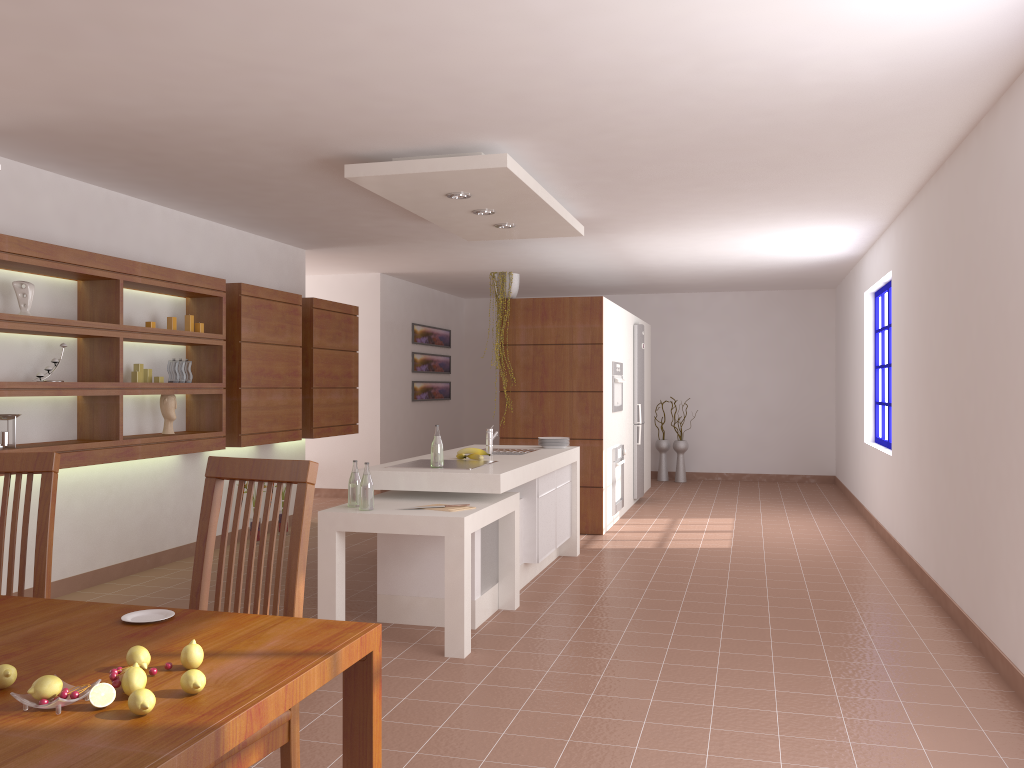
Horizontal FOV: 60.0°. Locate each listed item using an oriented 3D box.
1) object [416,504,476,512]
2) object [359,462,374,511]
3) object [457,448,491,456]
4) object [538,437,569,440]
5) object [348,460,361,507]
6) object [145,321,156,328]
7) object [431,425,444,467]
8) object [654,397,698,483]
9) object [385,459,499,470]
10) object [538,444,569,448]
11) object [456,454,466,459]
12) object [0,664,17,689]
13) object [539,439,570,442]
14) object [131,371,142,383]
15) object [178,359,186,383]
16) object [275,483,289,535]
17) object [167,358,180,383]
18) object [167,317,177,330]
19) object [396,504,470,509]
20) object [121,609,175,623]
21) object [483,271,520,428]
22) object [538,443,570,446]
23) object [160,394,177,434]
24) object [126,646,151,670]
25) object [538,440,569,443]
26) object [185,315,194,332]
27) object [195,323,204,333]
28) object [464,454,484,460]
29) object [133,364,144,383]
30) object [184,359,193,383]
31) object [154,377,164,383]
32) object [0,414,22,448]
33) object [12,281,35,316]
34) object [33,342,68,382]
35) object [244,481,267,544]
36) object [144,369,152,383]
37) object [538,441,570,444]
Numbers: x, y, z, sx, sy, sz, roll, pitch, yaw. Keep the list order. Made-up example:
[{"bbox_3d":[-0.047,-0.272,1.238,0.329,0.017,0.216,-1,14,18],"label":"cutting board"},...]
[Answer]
[{"bbox_3d":[-0.329,0.608,4.361,0.266,0.006,0.168,0,0,32],"label":"object"},{"bbox_3d":[-0.703,0.495,4.294,0.071,0.230,0.071,0,0,-4],"label":"object"},{"bbox_3d":[-0.232,0.416,5.422,0.207,0.055,0.047,0,0,-8],"label":"object"},{"bbox_3d":[0.304,0.402,6.452,0.228,0.020,0.228,0,0,-3],"label":"object"},{"bbox_3d":[-0.781,0.496,4.416,0.071,0.230,0.071,0,0,-4],"label":"object"},{"bbox_3d":[-2.261,-0.373,5.545,0.044,0.049,0.044,0,0,15],"label":"object"},{"bbox_3d":[-0.409,0.338,4.846,0.071,0.230,0.071,0,0,-4],"label":"object"},{"bbox_3d":[2.163,0.721,11.554,0.655,1.112,0.284,0,0,34],"label":"object"},{"bbox_3d":[-0.387,0.457,5.053,0.493,0.006,0.551,0,0,15],"label":"object"},{"bbox_3d":[0.304,0.453,6.452,0.228,0.020,0.228,0,0,-3],"label":"object"},{"bbox_3d":[-0.313,0.444,5.447,0.060,0.033,0.207,0,0,-5],"label":"object"},{"bbox_3d":[-0.850,0.489,1.484,0.041,0.041,0.042,0,0,1],"label":"object"},{"bbox_3d":[0.304,0.412,6.452,0.228,0.020,0.228,0,0,-3],"label":"object"},{"bbox_3d":[-2.360,-0.043,5.573,0.044,0.070,0.044,0,0,15],"label":"object"},{"bbox_3d":[-2.249,-0.089,6.006,0.054,0.165,0.065,0,0,31],"label":"object"},{"bbox_3d":[-1.920,0.992,7.437,0.087,0.546,0.296,0,0,15],"label":"object"},{"bbox_3d":[-2.276,-0.090,5.961,0.054,0.165,0.065,0,0,31],"label":"object"},{"bbox_3d":[-2.228,-0.397,5.807,0.044,0.099,0.044,0,0,15],"label":"object"},{"bbox_3d":[-0.384,0.602,4.348,0.375,0.008,0.041,0,0,-18],"label":"object"},{"bbox_3d":[-0.791,0.507,1.928,0.108,0.008,0.108,0,0,-20],"label":"object"},{"bbox_3d":[-0.080,-0.297,7.674,0.297,1.344,0.279,0,0,-26],"label":"object"},{"bbox_3d":[0.304,0.442,6.452,0.228,0.020,0.228,0,0,-3],"label":"object"},{"bbox_3d":[-2.285,0.190,5.885,0.100,0.284,0.100,0,0,-45],"label":"object"},{"bbox_3d":[-0.667,0.489,1.584,0.041,0.041,0.042,0,0,-10],"label":"object"},{"bbox_3d":[0.304,0.422,6.452,0.228,0.020,0.228,0,0,-3],"label":"object"},{"bbox_3d":[-2.195,-0.407,6.032,0.044,0.120,0.044,0,0,15],"label":"object"},{"bbox_3d":[-2.145,-0.382,6.085,0.044,0.070,0.044,0,0,15],"label":"object"},{"bbox_3d":[-0.220,0.443,5.394,0.060,0.033,0.207,0,0,-30],"label":"object"},{"bbox_3d":[-2.377,-0.068,5.644,0.044,0.120,0.044,0,0,15],"label":"object"},{"bbox_3d":[-2.222,-0.089,6.052,0.054,0.165,0.065,0,0,31],"label":"object"},{"bbox_3d":[-2.297,-0.028,5.770,0.044,0.040,0.044,0,0,15],"label":"object"},{"bbox_3d":[-2.618,0.243,4.577,0.159,0.171,0.159,0,0,-39],"label":"object"},{"bbox_3d":[-2.593,-0.449,4.709,0.103,0.197,0.071,0,0,-24],"label":"object"},{"bbox_3d":[-2.551,-0.124,4.916,0.190,0.227,0.136,0,0,-43],"label":"object"},{"bbox_3d":[-2.034,0.991,7.006,0.087,0.546,0.296,0,0,31],"label":"object"},{"bbox_3d":[-2.371,-0.053,5.764,0.044,0.090,0.044,0,0,15],"label":"object"},{"bbox_3d":[0.304,0.432,6.452,0.228,0.020,0.228,0,0,-3],"label":"object"}]
